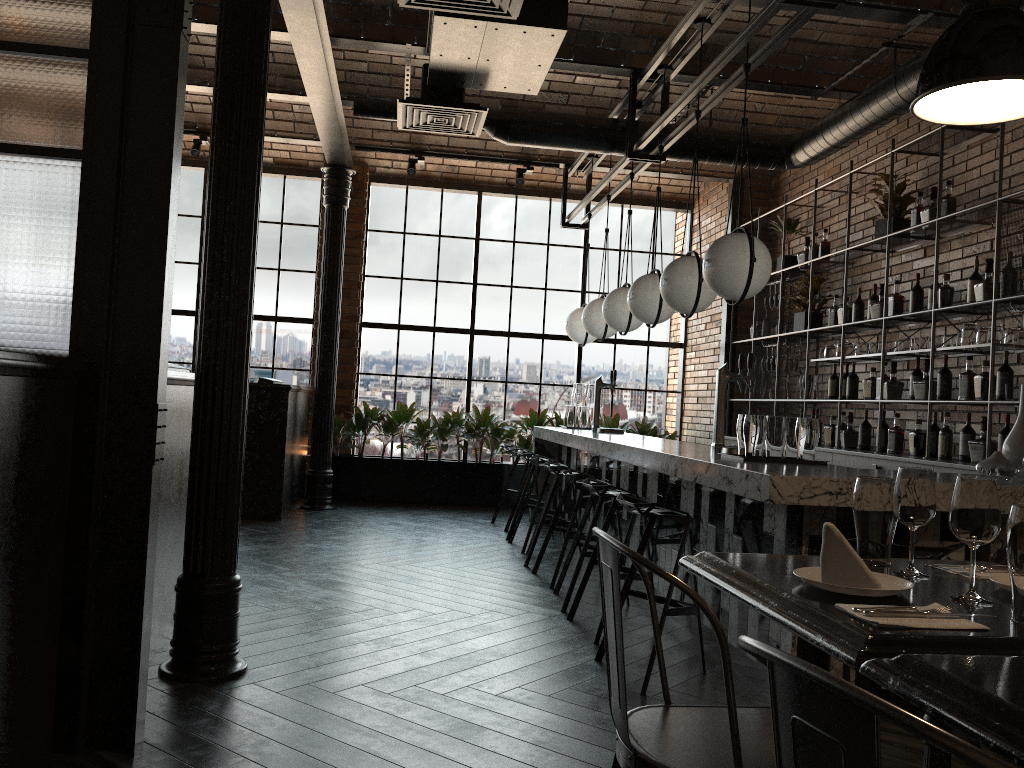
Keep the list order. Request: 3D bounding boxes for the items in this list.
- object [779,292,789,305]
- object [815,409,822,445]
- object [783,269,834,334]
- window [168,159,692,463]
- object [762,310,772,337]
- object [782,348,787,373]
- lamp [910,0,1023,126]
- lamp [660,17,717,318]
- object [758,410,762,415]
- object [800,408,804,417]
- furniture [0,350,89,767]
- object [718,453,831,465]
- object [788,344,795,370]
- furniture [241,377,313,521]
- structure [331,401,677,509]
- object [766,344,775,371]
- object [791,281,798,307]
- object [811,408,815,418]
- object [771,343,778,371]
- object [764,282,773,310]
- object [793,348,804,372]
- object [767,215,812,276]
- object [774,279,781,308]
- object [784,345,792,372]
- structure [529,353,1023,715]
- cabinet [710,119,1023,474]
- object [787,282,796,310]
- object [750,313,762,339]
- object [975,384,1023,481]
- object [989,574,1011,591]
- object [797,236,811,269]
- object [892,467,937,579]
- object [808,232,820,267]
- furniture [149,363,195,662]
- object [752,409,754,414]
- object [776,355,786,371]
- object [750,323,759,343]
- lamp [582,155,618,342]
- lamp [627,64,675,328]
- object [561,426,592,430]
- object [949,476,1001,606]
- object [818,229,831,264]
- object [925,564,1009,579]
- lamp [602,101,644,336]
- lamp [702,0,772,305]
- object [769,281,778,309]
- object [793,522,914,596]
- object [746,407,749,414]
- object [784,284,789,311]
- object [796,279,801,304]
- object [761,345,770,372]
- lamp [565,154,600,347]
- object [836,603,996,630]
[{"bbox_3d":[2.417,-0.814,7.869,0.092,0.244,0.092,3,-1,-2],"label":"object"},{"bbox_3d":[2.518,0.352,7.332,0.086,0.298,0.086,2,-2,41],"label":"object"},{"bbox_3d":[2.524,-0.692,7.487,0.425,0.526,0.430,3,-1,5],"label":"object"},{"bbox_3d":[-6.021,-0.912,9.172,16.179,3.253,0.168,3,-1,-7],"label":"window"},{"bbox_3d":[2.424,-0.565,8.436,0.086,0.299,0.086,2,-2,41],"label":"object"},{"bbox_3d":[2.508,-0.228,8.188,0.092,0.244,0.092,3,-1,-2],"label":"object"},{"bbox_3d":[1.040,-1.412,1.880,0.291,1.653,0.291,2,-2,38],"label":"lamp"},{"bbox_3d":[1.072,-1.260,5.193,0.340,1.754,0.340,2,-2,39],"label":"lamp"},{"bbox_3d":[2.352,0.378,8.432,0.123,0.279,0.123,3,-1,6],"label":"object"},{"bbox_3d":[2.481,0.357,7.605,0.086,0.299,0.086,2,-2,41],"label":"object"},{"bbox_3d":[-3.819,0.305,1.213,5.451,1.212,1.979,3,-1,-7],"label":"furniture"},{"bbox_3d":[1.205,0.347,4.098,0.437,0.019,0.273,3,-1,-7],"label":"object"},{"bbox_3d":[2.535,-0.231,7.980,0.092,0.244,0.092,3,-1,-2],"label":"object"},{"bbox_3d":[-4.711,0.409,8.090,5.451,1.212,1.979,3,-1,-7],"label":"furniture"},{"bbox_3d":[-0.049,0.772,9.531,4.107,1.072,0.757,3,-1,-8],"label":"structure"},{"bbox_3d":[2.359,-0.239,8.057,0.092,0.244,0.092,3,-1,-2],"label":"object"},{"bbox_3d":[2.567,-0.803,7.993,0.092,0.244,0.092,3,-1,-2],"label":"object"},{"bbox_3d":[2.526,0.355,7.452,0.086,0.298,0.086,2,-2,41],"label":"object"},{"bbox_3d":[2.372,-0.241,7.959,0.092,0.244,0.092,3,-1,-2],"label":"object"},{"bbox_3d":[2.376,-0.809,8.179,0.092,0.244,0.092,3,-1,-2],"label":"object"},{"bbox_3d":[2.548,-0.233,7.878,0.092,0.244,0.092,3,-1,-2],"label":"object"},{"bbox_3d":[2.533,-1.267,8.092,0.422,0.554,0.377,4,-1,-20],"label":"object"},{"bbox_3d":[2.404,-0.813,7.972,0.092,0.244,0.092,3,-1,-2],"label":"object"},{"bbox_3d":[2.522,-0.230,8.079,0.092,0.244,0.092,3,-1,-2],"label":"object"},{"bbox_3d":[1.498,0.597,5.853,1.930,1.430,5.346,3,-1,-7],"label":"structure"},{"bbox_3d":[2.511,-0.426,7.378,0.564,3.779,7.075,3,-1,-7],"label":"cabinet"},{"bbox_3d":[2.554,-0.801,8.091,0.092,0.244,0.092,3,-1,-2],"label":"object"},{"bbox_3d":[2.387,-0.552,8.587,0.123,0.279,0.123,4,-1,-18],"label":"object"},{"bbox_3d":[2.079,0.197,3.582,0.319,0.397,0.316,2,-2,42],"label":"object"},{"bbox_3d":[1.145,0.382,1.881,0.232,0.139,0.232,4,-1,-13],"label":"object"},{"bbox_3d":[2.554,-1.138,7.679,0.123,0.279,0.123,4,-1,-19],"label":"object"},{"bbox_3d":[0.913,0.313,2.019,0.092,0.244,0.092,4,-2,-36],"label":"object"},{"bbox_3d":[2.574,-1.142,7.522,0.083,0.282,0.083,4,-1,-22],"label":"object"},{"bbox_3d":[-4.101,0.338,3.397,5.451,1.212,1.979,3,-1,-7],"label":"furniture"},{"bbox_3d":[2.321,0.369,8.587,0.086,0.297,0.086,3,-1,26],"label":"object"},{"bbox_3d":[2.385,-0.242,7.856,0.092,0.244,0.092,3,-1,-2],"label":"object"},{"bbox_3d":[2.409,-0.558,8.770,0.086,0.298,0.086,2,-2,41],"label":"object"},{"bbox_3d":[0.787,-1.227,7.373,0.340,1.754,0.340,2,-2,39],"label":"lamp"},{"bbox_3d":[0.977,-1.249,5.920,0.340,1.754,0.340,2,-2,39],"label":"lamp"},{"bbox_3d":[0.672,0.409,8.196,0.437,0.019,0.273,3,-1,-7],"label":"object"},{"bbox_3d":[0.914,0.307,1.755,0.092,0.244,0.092,4,-2,-36],"label":"object"},{"bbox_3d":[2.595,-1.145,7.358,0.083,0.282,0.083,3,-1,8],"label":"object"},{"bbox_3d":[1.112,0.440,2.101,0.255,0.019,0.157,3,-1,-7],"label":"object"},{"bbox_3d":[0.882,-1.238,6.646,0.340,1.754,0.340,2,-2,39],"label":"lamp"},{"bbox_3d":[1.167,-1.271,4.466,0.340,1.754,0.340,2,-2,39],"label":"lamp"},{"bbox_3d":[2.391,-0.811,8.070,0.092,0.244,0.092,3,-1,-2],"label":"object"},{"bbox_3d":[0.704,0.356,1.829,0.232,0.139,0.232,4,-1,-14],"label":"object"},{"bbox_3d":[2.327,0.375,8.780,0.086,0.299,0.086,2,-2,41],"label":"object"},{"bbox_3d":[2.540,-0.800,8.200,0.092,0.244,0.092,3,-1,-2],"label":"object"},{"bbox_3d":[2.580,-0.804,7.890,0.092,0.244,0.092,3,-1,-2],"label":"object"},{"bbox_3d":[2.345,-0.238,8.167,0.092,0.244,0.092,3,-1,-2],"label":"object"},{"bbox_3d":[0.692,-1.216,8.099,0.340,1.754,0.340,2,-2,39],"label":"lamp"},{"bbox_3d":[0.723,0.406,1.572,0.255,0.019,0.157,3,-1,-7],"label":"object"}]
